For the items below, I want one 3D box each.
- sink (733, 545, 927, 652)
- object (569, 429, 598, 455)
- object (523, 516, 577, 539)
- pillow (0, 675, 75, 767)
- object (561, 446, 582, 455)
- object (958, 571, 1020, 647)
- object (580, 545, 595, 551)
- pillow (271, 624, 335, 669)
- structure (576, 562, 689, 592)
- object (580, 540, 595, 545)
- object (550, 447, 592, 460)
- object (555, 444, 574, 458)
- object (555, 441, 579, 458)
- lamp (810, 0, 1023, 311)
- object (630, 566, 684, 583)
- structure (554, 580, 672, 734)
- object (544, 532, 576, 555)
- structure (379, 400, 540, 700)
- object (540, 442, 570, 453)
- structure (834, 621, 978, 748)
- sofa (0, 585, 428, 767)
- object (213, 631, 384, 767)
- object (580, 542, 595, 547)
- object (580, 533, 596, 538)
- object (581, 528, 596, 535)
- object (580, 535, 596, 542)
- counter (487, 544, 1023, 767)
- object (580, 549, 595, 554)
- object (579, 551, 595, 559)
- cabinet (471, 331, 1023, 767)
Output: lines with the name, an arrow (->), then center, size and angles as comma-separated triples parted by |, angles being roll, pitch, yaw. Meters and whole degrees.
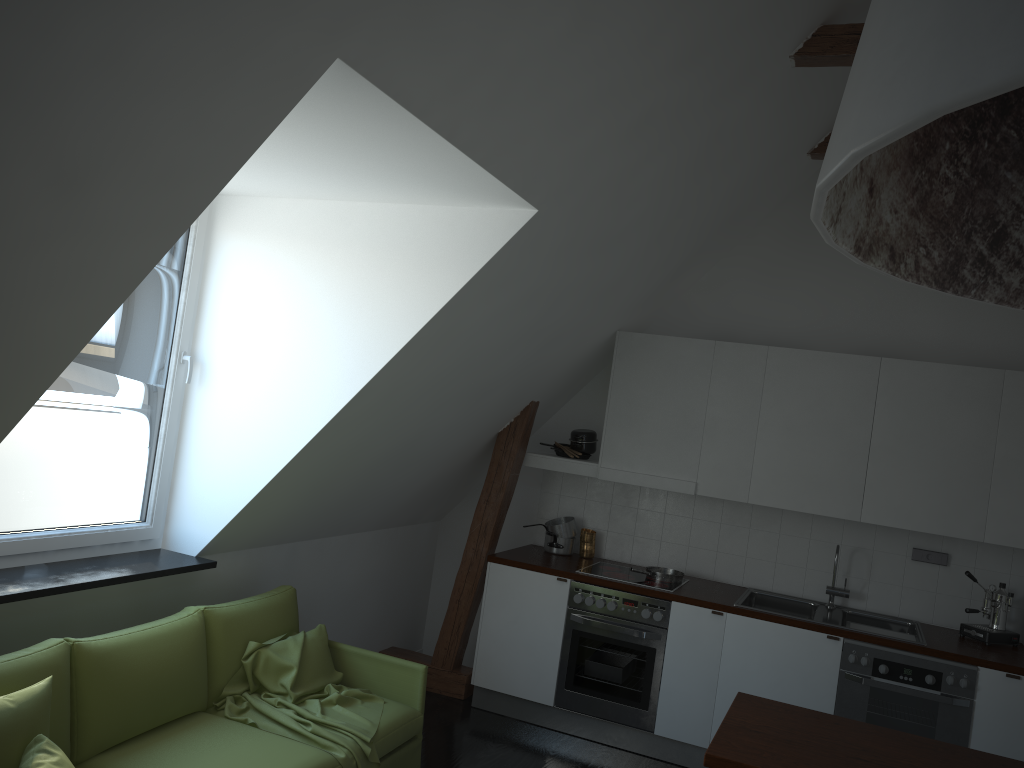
sink -> 1.778, 1.171, 4.937 | 0.963, 0.519, 0.671 | 7, -2, 22
object -> 0.459, 0.373, 5.722 | 0.190, 0.166, 0.200 | 8, -2, -15
object -> 0.244, 0.931, 5.760 | 0.371, 0.169, 0.203 | 8, -2, -6
pillow -> -1.307, 1.091, 2.437 | 0.600, 0.387, 0.475 | 7, -2, 19
object -> 0.387, 0.426, 5.680 | 0.065, 0.031, 0.335 | 9, -2, -21
object -> 2.555, 1.201, 4.777 | 0.353, 0.370, 0.206 | 9, -2, -22
object -> 0.485, 1.063, 5.731 | 0.099, 0.051, 0.099 | 8, -2, 8
pillow -> -0.934, 1.246, 3.923 | 0.210, 0.275, 0.462 | 7, -2, 20
structure -> 0.723, 1.160, 5.277 | 0.574, 0.041, 0.504 | 7, -2, 22
object -> 0.488, 1.021, 5.735 | 0.099, 0.057, 0.101 | 7, -2, 34
object -> 0.383, 0.447, 5.678 | 0.243, 0.056, 0.350 | 8, -2, 11
object -> 0.330, 0.421, 5.644 | 0.065, 0.065, 0.332 | 8, -2, -11
object -> 0.345, 0.417, 5.649 | 0.061, 0.077, 0.331 | 9, -2, -20
lamp -> 0.739, -1.453, 0.496 | 0.757, 2.813, 0.697 | 9, -2, -18
object -> 0.857, 1.129, 5.315 | 0.351, 0.061, 0.232 | 8, -2, -4
structure -> 0.678, 1.549, 5.278 | 0.583, 0.725, 0.749 | 7, -2, 22
object -> 0.310, 1.018, 5.694 | 0.200, 0.154, 0.348 | 8, -2, 2
structure -> -2.667, 0.467, 0.006 | 1.023, 1.963, 12.350 | 7, -2, 22
object -> 0.333, 0.427, 5.741 | 0.357, 0.075, 0.244 | 8, -2, -7
structure -> 2.022, 1.716, 4.638 | 0.612, 0.725, 0.582 | 7, -2, 22
sofa -> -1.145, 1.331, 3.182 | 0.898, 0.825, 2.093 | 7, -2, 21
object -> -0.797, 1.373, 3.724 | 0.722, 0.493, 0.711 | 8, -2, 17
object -> 0.487, 1.042, 5.735 | 0.099, 0.043, 0.100 | 8, -2, 10
object -> 0.490, 0.986, 5.733 | 0.100, 0.036, 0.100 | 9, -2, -39
object -> 0.494, 0.965, 5.732 | 0.100, 0.047, 0.099 | 8, -2, 18
object -> 0.488, 1.002, 5.732 | 0.100, 0.036, 0.100 | 8, -2, -11
counter -> 1.106, 1.179, 3.930 | 3.365, 0.038, 3.085 | 7, -2, 22
object -> 0.484, 1.080, 5.729 | 0.100, 0.048, 0.099 | 7, -2, 40
object -> 0.483, 1.103, 5.729 | 0.100, 0.036, 0.100 | 7, -2, 19
cabinet -> 1.550, 0.955, 3.799 | 4.208, 2.369, 3.033 | 7, -2, 22
